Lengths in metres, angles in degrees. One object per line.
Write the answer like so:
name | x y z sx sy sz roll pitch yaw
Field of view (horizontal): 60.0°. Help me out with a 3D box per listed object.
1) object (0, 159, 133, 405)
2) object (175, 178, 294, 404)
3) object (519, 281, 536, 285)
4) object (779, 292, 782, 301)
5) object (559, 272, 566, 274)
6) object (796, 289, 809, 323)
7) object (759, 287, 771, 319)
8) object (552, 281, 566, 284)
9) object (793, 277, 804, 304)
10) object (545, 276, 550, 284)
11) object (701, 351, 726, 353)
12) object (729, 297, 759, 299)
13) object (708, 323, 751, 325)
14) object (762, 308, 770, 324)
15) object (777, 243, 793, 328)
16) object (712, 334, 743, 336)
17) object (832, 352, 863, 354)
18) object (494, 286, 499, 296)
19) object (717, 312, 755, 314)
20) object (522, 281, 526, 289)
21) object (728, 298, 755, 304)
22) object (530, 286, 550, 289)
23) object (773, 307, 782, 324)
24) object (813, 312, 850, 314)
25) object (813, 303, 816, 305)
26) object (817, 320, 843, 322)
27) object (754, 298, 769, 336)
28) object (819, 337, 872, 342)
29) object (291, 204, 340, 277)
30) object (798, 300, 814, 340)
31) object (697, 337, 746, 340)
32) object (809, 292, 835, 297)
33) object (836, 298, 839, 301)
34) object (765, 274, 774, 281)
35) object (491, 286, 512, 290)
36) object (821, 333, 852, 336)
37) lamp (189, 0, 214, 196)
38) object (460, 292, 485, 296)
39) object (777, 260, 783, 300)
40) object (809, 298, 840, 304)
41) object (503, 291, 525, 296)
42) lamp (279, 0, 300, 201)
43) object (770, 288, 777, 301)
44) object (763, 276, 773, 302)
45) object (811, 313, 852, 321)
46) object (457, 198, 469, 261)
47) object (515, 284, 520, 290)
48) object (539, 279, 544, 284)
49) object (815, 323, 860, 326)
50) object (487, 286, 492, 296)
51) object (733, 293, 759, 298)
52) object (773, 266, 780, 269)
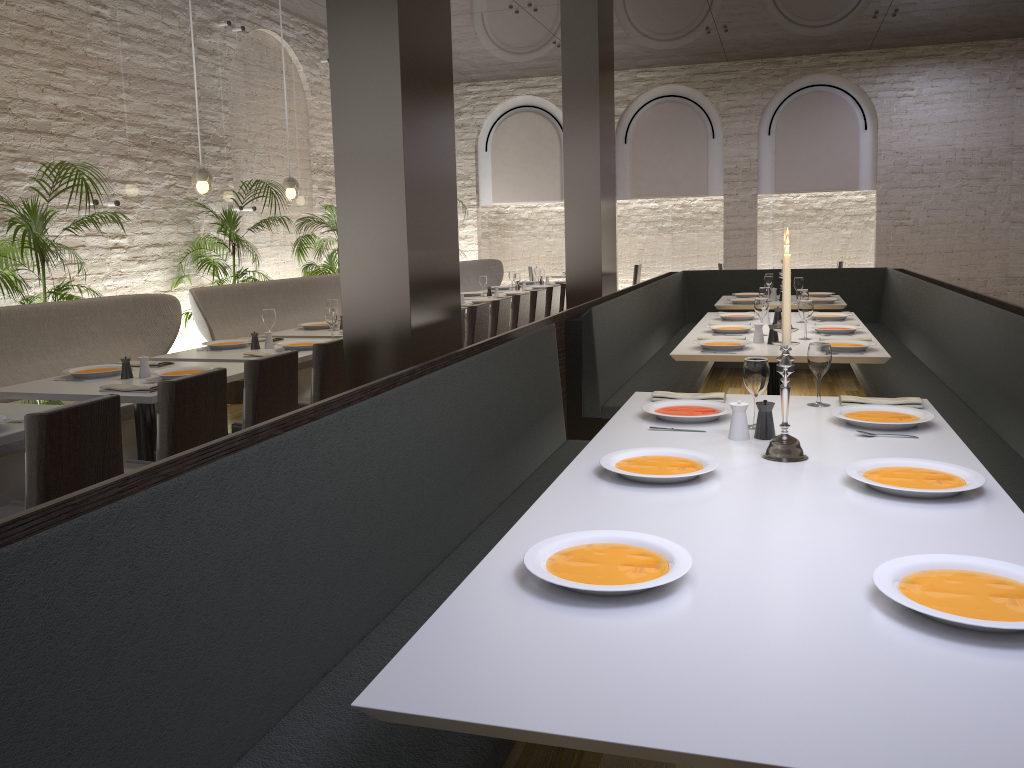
object | -3.058 -0.443 5.792 1.192 1.964 1.148 -9 10 -42
object | -2.444 -0.792 7.796 1.192 1.964 1.148 -9 10 -42
object | 0.186 -1.383 12.138 0.322 0.036 0.322 -8 11 -35
object | 2.471 -0.816 8.082 0.069 0.126 0.069 -6 9 -31
object | 0.956 -1.860 14.881 0.322 0.036 0.323 -9 12 -37
object | 2.022 -0.543 6.170 0.086 0.229 0.087 3 8 29
object | 1.860 -0.596 6.518 0.086 0.229 0.087 3 8 29
object | 0.700 -1.371 11.979 0.322 0.036 0.322 -8 11 -35
object | 2.487 -0.808 7.691 0.087 0.229 0.086 -7 9 -37
object | 0.480 -1.411 12.020 0.059 0.109 0.059 -7 10 -37
object | 1.103 -0.169 4.735 0.185 0.010 0.017 1 9 17
object | 2.195 -0.805 8.365 0.273 0.033 0.143 1 10 17
object | 1.488 -0.402 6.054 0.273 0.033 0.143 1 10 17
object | 1.758 -0.475 6.146 0.069 0.126 0.069 0 8 11
object | 1.773 -0.685 5.767 0.131 0.653 0.392 2 9 28
object | 1.342 -0.306 5.516 0.185 0.010 0.017 1 9 17
object | 1.721 -0.162 4.570 0.181 0.015 0.038 2 10 18
object | -0.172 -1.040 9.891 0.059 0.109 0.059 -7 10 -37
object | 1.737 -0.544 6.870 0.273 0.033 0.143 1 10 17
object | 0.148 -1.223 10.938 0.059 0.109 0.059 -7 10 -37
object | 2.094 -0.740 7.943 0.321 0.036 0.323 -3 9 -7
object | 0.369 -1.182 10.897 0.322 0.036 0.322 -8 11 -35
object | 1.836 -0.472 6.119 0.069 0.126 0.069 0 8 11
object | 2.395 -0.529 6.669 0.273 0.033 0.143 1 10 17
object | 2.644 -0.688 7.586 0.181 0.015 0.038 2 10 18
object | 2.210 -0.440 6.166 0.181 0.015 0.038 2 10 18
object | 1.541 -0.414 5.475 0.086 0.229 0.087 1 8 17
object | 1.907 -0.251 5.072 0.273 0.033 0.143 1 10 17
object | -1.862 -1.125 9.704 1.147 1.964 1.192 -6 9 -32
object | 1.732 -0.378 5.224 0.086 0.229 0.087 -6 9 -31
object | 1.248 -0.266 5.273 0.273 0.033 0.143 1 10 17
object | 2.917 -0.849 8.464 0.322 0.036 0.323 -6 10 -24
object | 2.807 -0.764 8.012 0.273 0.033 0.143 1 10 17
object | 2.458 -0.937 8.470 0.087 0.229 0.086 -7 9 -37
object | -0.145 -1.195 11.056 0.322 0.036 0.322 -8 11 -35
object | 1.960 -0.298 5.351 0.181 0.015 0.038 2 10 18
lamp | -2.621 -2.585 7.323 0.178 2.030 0.178 4 9 38
object | -0.465 -1.012 10.009 0.322 0.036 0.322 -8 11 -35
object | 2.509 -1.104 8.171 0.131 0.653 0.392 2 9 28
object | 2.700 -0.725 7.756 0.321 0.036 0.323 -3 9 -7
object | 0.048 -1.000 9.851 0.322 0.036 0.322 -8 11 -35
lamp | -2.213 -2.817 8.653 0.178 2.030 0.178 -1 7 2
object | 2.401 -0.821 8.128 0.069 0.126 0.069 -6 9 -31
object | 2.326 -0.862 8.039 0.087 0.229 0.086 -7 9 -37
object | 2.267 -0.479 6.342 0.322 0.036 0.323 1 10 13
object | -1.131 -1.533 12.036 1.145 1.964 1.194 -2 8 -2
object | 0.068 -1.217 10.915 0.059 0.109 0.059 -7 10 -37
object | 0.399 -1.405 11.997 0.059 0.109 0.059 -7 10 -37
object | 2.146 -0.387 5.854 0.273 0.033 0.143 1 10 17
object | -0.253 -1.034 9.869 0.059 0.109 0.059 -7 10 -37
object | 2.311 -0.863 8.651 0.322 0.036 0.323 1 10 13
object | 3.013 -1.221 10.089 0.086 0.229 0.087 -8 10 -43
